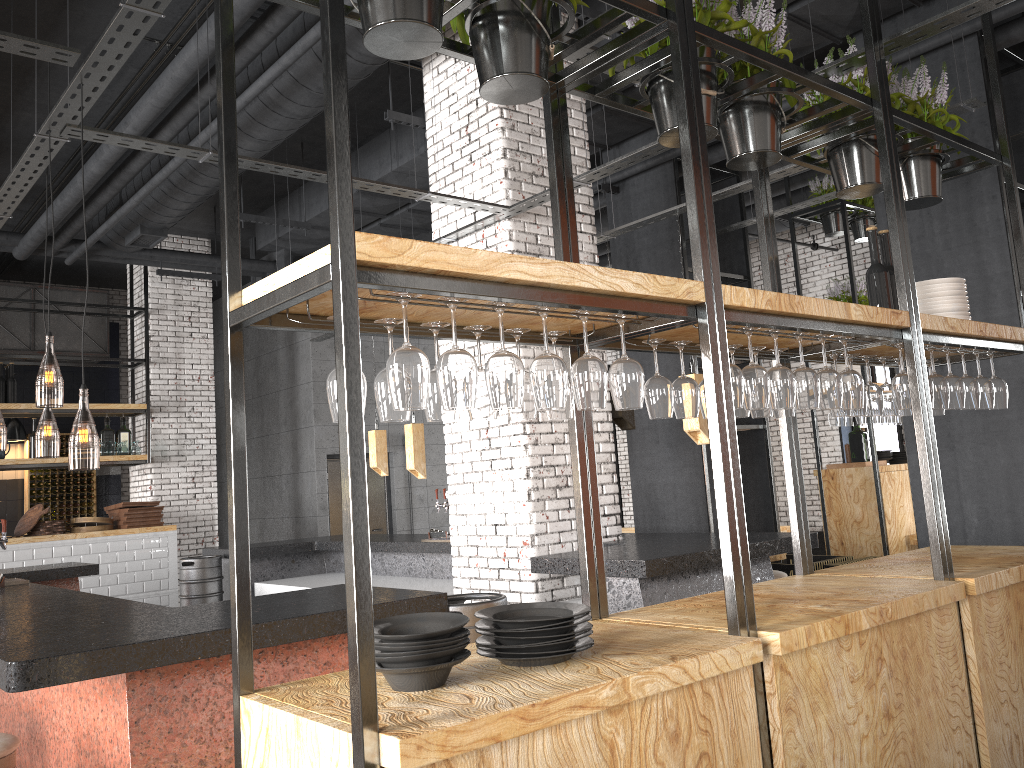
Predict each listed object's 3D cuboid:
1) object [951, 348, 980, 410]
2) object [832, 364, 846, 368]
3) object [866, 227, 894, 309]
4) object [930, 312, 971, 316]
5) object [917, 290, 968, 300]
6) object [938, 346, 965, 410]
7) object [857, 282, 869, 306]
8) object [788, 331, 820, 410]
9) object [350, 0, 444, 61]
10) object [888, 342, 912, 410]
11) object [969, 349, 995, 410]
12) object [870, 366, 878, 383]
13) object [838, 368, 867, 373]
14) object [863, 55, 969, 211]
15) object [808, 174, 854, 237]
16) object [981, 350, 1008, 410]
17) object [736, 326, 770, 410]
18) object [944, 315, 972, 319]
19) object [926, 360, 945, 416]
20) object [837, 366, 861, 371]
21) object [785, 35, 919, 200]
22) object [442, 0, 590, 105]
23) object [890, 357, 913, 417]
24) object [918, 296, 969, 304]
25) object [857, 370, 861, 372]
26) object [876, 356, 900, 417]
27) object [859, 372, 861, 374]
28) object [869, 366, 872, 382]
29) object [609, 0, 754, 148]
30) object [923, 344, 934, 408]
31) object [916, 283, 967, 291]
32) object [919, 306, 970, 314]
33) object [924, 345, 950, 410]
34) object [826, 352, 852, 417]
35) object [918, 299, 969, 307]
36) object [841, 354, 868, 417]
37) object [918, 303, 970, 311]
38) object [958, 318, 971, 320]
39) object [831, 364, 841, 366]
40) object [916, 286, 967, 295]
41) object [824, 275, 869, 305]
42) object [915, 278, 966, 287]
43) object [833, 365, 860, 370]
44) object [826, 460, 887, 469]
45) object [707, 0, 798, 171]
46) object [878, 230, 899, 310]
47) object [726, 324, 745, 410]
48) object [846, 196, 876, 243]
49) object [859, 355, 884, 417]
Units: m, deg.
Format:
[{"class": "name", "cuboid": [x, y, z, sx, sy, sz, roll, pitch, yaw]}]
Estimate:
[{"class": "object", "cuboid": [1.991, -0.023, 3.890, 0.101, 0.268, 0.100, -6, -8, 13]}, {"class": "object", "cuboid": [3.356, -0.175, 8.821, 0.334, 0.039, 0.334, -7, -7, 25]}, {"class": "object", "cuboid": [1.606, -0.456, 3.888, 0.098, 0.472, 0.098, -6, -8, 12]}, {"class": "object", "cuboid": [1.967, -0.293, 4.157, 0.334, 0.040, 0.334, -6, -7, 14]}, {"class": "object", "cuboid": [1.960, -0.386, 4.171, 0.334, 0.041, 0.334, -6, -7, 19]}, {"class": "object", "cuboid": [1.878, -0.026, 3.796, 0.101, 0.268, 0.100, -6, -8, 13]}, {"class": "object", "cuboid": [3.774, -0.693, 9.315, 0.415, 0.560, 0.467, -11, -10, 44]}, {"class": "object", "cuboid": [1.011, -0.046, 3.076, 0.101, 0.268, 0.100, 0, -8, -26]}, {"class": "object", "cuboid": [-0.307, -1.187, 2.388, 0.467, 0.560, 0.415, -4, -7, 0]}, {"class": "object", "cuboid": [1.559, -0.033, 3.532, 0.101, 0.268, 0.100, -4, -7, -3]}, {"class": "object", "cuboid": [2.104, -0.020, 3.984, 0.101, 0.268, 0.100, -6, -8, 13]}, {"class": "object", "cuboid": [3.672, -0.194, 9.089, 0.098, 0.472, 0.098, -8, -8, 27]}, {"class": "object", "cuboid": [3.359, -0.118, 8.813, 0.334, 0.043, 0.334, -8, -8, 33]}, {"class": "object", "cuboid": [1.919, -1.133, 4.253, 0.415, 0.560, 0.467, -11, -10, 43]}, {"class": "object", "cuboid": [3.297, -1.810, 9.140, 0.416, 0.560, 0.466, -7, -8, 24]}, {"class": "object", "cuboid": [2.218, -0.018, 4.078, 0.101, 0.268, 0.100, -6, -8, 13]}, {"class": "object", "cuboid": [0.784, -0.051, 2.888, 0.101, 0.268, 0.100, 0, -8, -26]}, {"class": "object", "cuboid": [1.969, -0.274, 4.155, 0.334, 0.037, 0.334, -6, -7, 16]}, {"class": "object", "cuboid": [2.036, 0.020, 4.295, 0.101, 0.268, 0.100, -6, -8, 13]}, {"class": "object", "cuboid": [3.358, -0.137, 8.816, 0.334, 0.041, 0.334, -6, -7, 19]}, {"class": "object", "cuboid": [1.536, -1.134, 4.002, 0.467, 0.560, 0.415, 0, -8, -32]}, {"class": "object", "cuboid": [-0.018, -1.168, 2.732, 0.416, 0.560, 0.466, -8, -8, 26]}, {"class": "object", "cuboid": [1.809, 0.015, 4.107, 0.101, 0.268, 0.100, -6, -8, 13]}, {"class": "object", "cuboid": [1.961, -0.367, 4.167, 0.334, 0.043, 0.334, -8, -8, 33]}, {"class": "object", "cuboid": [3.361, -0.098, 8.810, 0.334, 0.039, 0.334, 0, -8, -32]}, {"class": "object", "cuboid": [1.696, 0.012, 4.013, 0.101, 0.268, 0.100, -6, -8, 13]}, {"class": "object", "cuboid": [3.363, -0.083, 8.808, 0.335, 0.040, 0.334, -2, -7, -18]}, {"class": "object", "cuboid": [3.590, -0.196, 9.020, 0.098, 0.472, 0.098, -8, -8, 27]}, {"class": "object", "cuboid": [0.606, -1.158, 3.209, 0.467, 0.560, 0.415, -4, -7, -1]}, {"class": "object", "cuboid": [1.658, -0.031, 3.613, 0.101, 0.268, 0.100, -4, -7, -3]}, {"class": "object", "cuboid": [1.957, -0.424, 4.175, 0.334, 0.039, 0.334, -7, -7, 25]}, {"class": "object", "cuboid": [1.965, -0.312, 4.161, 0.334, 0.039, 0.334, -6, -7, 16]}, {"class": "object", "cuboid": [1.764, -0.028, 3.701, 0.101, 0.268, 0.100, -6, -8, 13]}, {"class": "object", "cuboid": [1.378, 0.005, 3.749, 0.101, 0.268, 0.100, -4, -7, -3]}, {"class": "object", "cuboid": [1.963, -0.347, 4.165, 0.334, 0.039, 0.334, 0, -8, -32]}, {"class": "object", "cuboid": [1.476, 0.007, 3.830, 0.101, 0.268, 0.100, -4, -7, -3]}, {"class": "object", "cuboid": [1.964, -0.332, 4.163, 0.335, 0.040, 0.334, -2, -7, -18]}, {"class": "object", "cuboid": [1.969, -0.255, 4.154, 0.334, 0.046, 0.334, -8, -8, 31]}, {"class": "object", "cuboid": [3.354, -0.194, 8.824, 0.334, 0.039, 0.334, -7, -7, 24]}, {"class": "object", "cuboid": [1.958, -0.405, 4.173, 0.334, 0.044, 0.334, -6, -7, 20]}, {"class": "object", "cuboid": [3.410, -0.707, 8.966, 0.467, 0.560, 0.415, -6, -7, 15]}, {"class": "object", "cuboid": [1.956, -0.444, 4.179, 0.334, 0.039, 0.334, -7, -7, 24]}, {"class": "object", "cuboid": [3.356, -0.156, 8.819, 0.334, 0.044, 0.334, -6, -7, 20]}, {"class": "object", "cuboid": [3.392, 0.798, 8.731, 0.411, 0.050, 0.410, 2, -9, -41]}, {"class": "object", "cuboid": [0.923, -1.147, 3.509, 0.416, 0.560, 0.466, -6, -7, 17]}, {"class": "object", "cuboid": [1.688, -0.454, 3.957, 0.098, 0.472, 0.098, -6, -8, 12]}, {"class": "object", "cuboid": [0.678, -0.053, 2.800, 0.101, 0.268, 0.100, 0, -8, -26]}, {"class": "object", "cuboid": [3.721, -1.806, 9.447, 0.467, 0.560, 0.415, -5, -7, 8]}, {"class": "object", "cuboid": [1.583, 0.009, 3.919, 0.101, 0.268, 0.100, -6, -8, 13]}]
